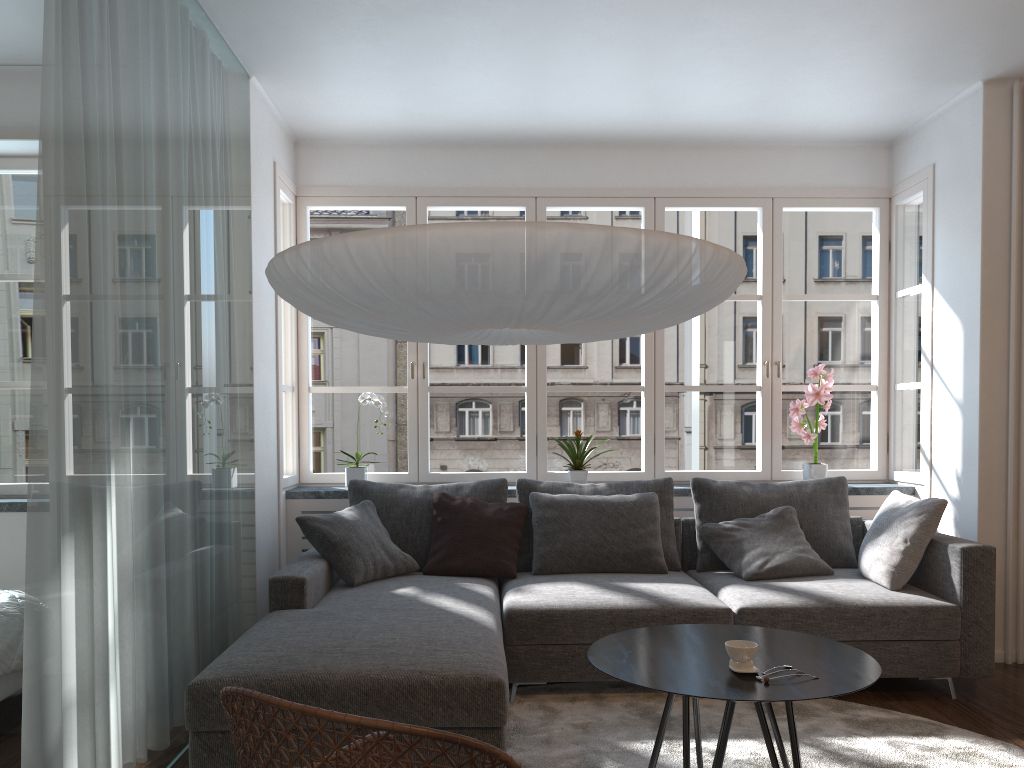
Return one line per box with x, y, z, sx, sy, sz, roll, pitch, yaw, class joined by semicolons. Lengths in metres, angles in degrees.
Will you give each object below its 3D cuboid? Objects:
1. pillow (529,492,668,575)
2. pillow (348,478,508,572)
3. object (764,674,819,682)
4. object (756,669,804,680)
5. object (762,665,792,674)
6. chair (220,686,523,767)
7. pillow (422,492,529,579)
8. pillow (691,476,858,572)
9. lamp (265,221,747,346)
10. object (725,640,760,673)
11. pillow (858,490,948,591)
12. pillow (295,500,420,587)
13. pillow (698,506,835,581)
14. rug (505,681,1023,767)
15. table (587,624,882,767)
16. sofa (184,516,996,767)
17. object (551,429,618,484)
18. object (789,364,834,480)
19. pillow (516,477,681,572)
0.425;0.742;4.406;0.666;0.398;0.292;0;0;-2;pillow
-0.435;0.726;4.513;0.836;0.479;0.275;0;1;-1;pillow
0.761;0.798;2.403;0.168;0.015;0.015;0;0;-14;object
0.741;0.799;2.441;0.163;0.016;0.025;1;-2;-27;object
0.748;0.804;2.498;0.124;0.010;0.026;1;-3;-35;object
-0.137;0.887;1.720;0.718;0.710;0.685;0;0;31;chair
-0.175;0.743;4.365;0.521;0.404;0.310;0;0;0;pillow
1.349;0.721;4.563;0.836;0.478;0.275;0;1;-1;pillow
-0.016;-0.250;2.797;1.471;0.210;1.469;-2;-3;35;lamp
0.650;0.775;2.500;0.091;0.069;0.139;0;-2;10;object
1.768;0.718;4.116;0.286;0.415;0.494;0;-1;-3;pillow
-0.727;0.751;4.205;0.346;0.360;0.515;0;-1;38;pillow
1.235;0.770;4.321;0.492;0.321;0.444;0;-1;-20;pillow
0.525;1.280;2.568;2.837;0.012;2.838;1;-3;-22;rug
0.651;1.052;2.660;0.847;0.473;0.847;0;-1;1;table
0.513;1.000;3.685;3.067;0.672;2.040;0;-2;-2;sofa
0.402;0.418;4.987;0.376;0.329;0.322;0;0;-27;object
1.711;0.233;5.029;0.201;0.692;0.297;-1;1;-23;object
0.435;0.722;4.548;0.839;0.476;0.276;0;1;-1;pillow
